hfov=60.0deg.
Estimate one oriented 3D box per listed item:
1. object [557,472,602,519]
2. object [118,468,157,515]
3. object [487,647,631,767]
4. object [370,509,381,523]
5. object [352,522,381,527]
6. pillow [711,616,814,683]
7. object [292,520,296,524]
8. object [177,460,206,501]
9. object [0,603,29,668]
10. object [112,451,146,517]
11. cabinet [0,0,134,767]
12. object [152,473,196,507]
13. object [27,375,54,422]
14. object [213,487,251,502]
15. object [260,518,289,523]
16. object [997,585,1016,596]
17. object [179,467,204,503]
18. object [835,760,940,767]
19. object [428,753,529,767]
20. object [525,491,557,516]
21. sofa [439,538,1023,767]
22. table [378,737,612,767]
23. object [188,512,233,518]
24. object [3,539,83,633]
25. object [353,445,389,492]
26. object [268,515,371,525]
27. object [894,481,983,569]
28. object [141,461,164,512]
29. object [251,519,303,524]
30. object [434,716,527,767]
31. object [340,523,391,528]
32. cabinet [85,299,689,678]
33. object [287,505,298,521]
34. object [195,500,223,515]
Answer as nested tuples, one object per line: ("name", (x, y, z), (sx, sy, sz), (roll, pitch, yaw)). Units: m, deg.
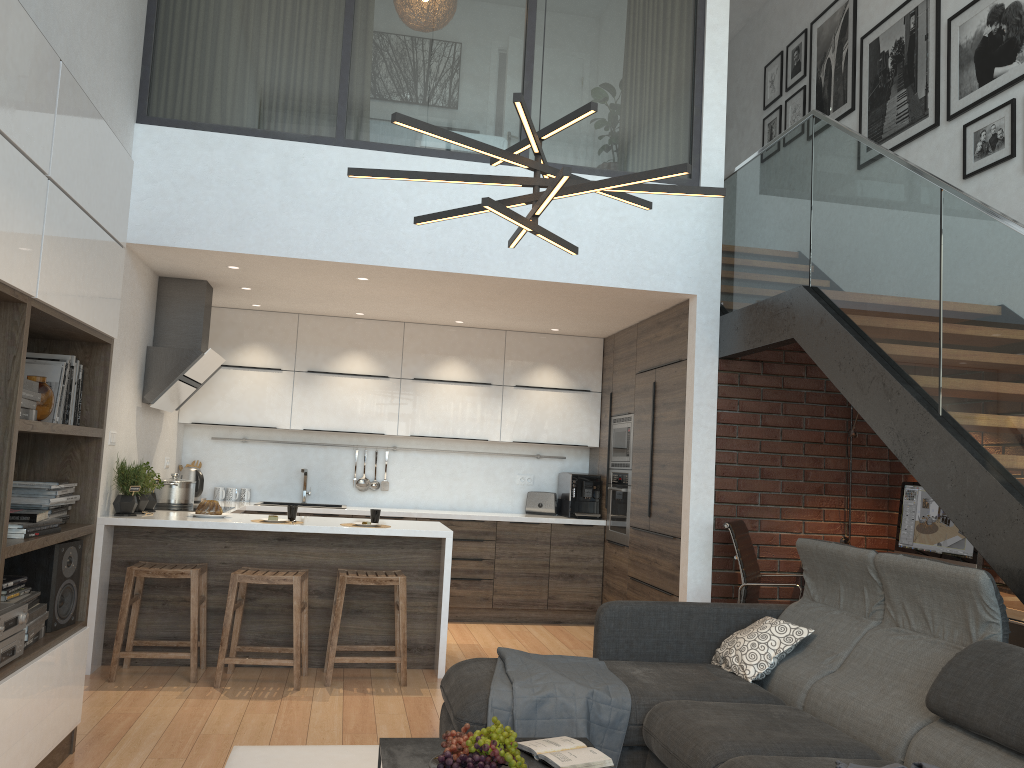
("object", (0.581, 0.949, 7.575), (0.274, 0.378, 0.532), (4, -5, -10))
("object", (-2.250, 0.636, 5.334), (0.221, 0.283, 0.211), (3, -5, 3))
("object", (0.167, 1.299, 3.525), (0.548, 0.369, 0.685), (3, -5, -2))
("object", (-0.834, 0.811, 5.402), (0.066, 0.093, 0.066), (7, -7, -37))
("object", (-0.867, 0.838, 5.282), (0.176, 0.014, 0.176), (4, -5, -6))
("pillow", (1.268, 1.029, 2.823), (0.386, 0.364, 2.734), (4, -5, -6))
("object", (-1.288, 0.813, 5.226), (0.025, 0.011, 0.126), (4, -5, -6))
("object", (-2.573, 0.767, 7.098), (0.221, 0.316, 0.330), (4, -5, -10))
("object", (-1.733, 0.807, 2.827), (0.270, 0.174, 0.285), (4, -5, -10))
("object", (-2.211, 0.577, 5.125), (0.186, 0.367, 0.196), (4, -5, -10))
("cabinet", (-1.496, 0.083, 1.724), (0.338, 2.494, 4.036), (4, -5, -10))
("object", (-2.347, 0.731, 6.148), (0.288, 0.223, 0.315), (0, -6, 31))
("object", (-1.753, 0.057, 3.257), (0.130, 0.171, 0.130), (0, -6, 29))
("object", (-2.291, 0.903, 7.263), (0.297, 0.105, 0.112), (4, -5, -8))
("object", (-1.398, 0.804, 5.223), (0.176, 0.014, 0.176), (5, -6, -20))
("object", (2.539, 0.970, 4.447), (0.149, 0.160, 0.252), (3, -5, -1))
("object", (-2.428, 0.760, 6.693), (0.179, 0.270, 0.220), (5, -6, -23))
("object", (1.243, 1.118, 2.304), (0.411, 0.118, 0.905), (7, -6, -34))
("object", (-0.098, 1.133, 2.606), (0.295, 0.026, 0.295), (5, -6, -16))
("object", (0.256, 1.030, 7.660), (0.260, 0.195, 0.177), (2, -5, 10))
("sofa", (0.692, 1.037, 2.608), (2.108, 0.995, 3.169), (4, -5, -10))
("table", (-0.035, 1.312, 2.603), (0.700, 0.323, 0.700), (4, -5, -10))
("object", (-1.825, 0.793, 5.361), (0.261, 0.021, 0.261), (5, -6, -16))
("object", (-1.859, 0.782, 3.482), (0.244, 0.331, 0.214), (3, -5, 0))
("object", (-1.196, 0.718, 7.513), (0.320, 0.389, 0.069), (4, -5, -9))
("object", (-1.134, 0.806, 5.243), (0.597, 0.039, 0.064), (4, -5, -14))
("object", (2.324, 0.824, 5.017), (0.431, 0.535, 0.716), (4, -5, -10))
("object", (-2.279, 0.639, 5.529), (0.179, 0.311, 0.172), (3, -5, 1))
("object", (-1.393, 0.817, 5.261), (0.305, 0.002, 0.305), (8, -7, -41))
("object", (-0.102, 1.063, 2.617), (0.256, 0.173, 0.279), (4, -5, -13))
("object", (-0.878, 0.850, 5.322), (0.304, 0.002, 0.304), (1, -6, 22))
("cabinet", (-0.774, 0.605, 6.414), (3.495, 2.401, 2.401), (4, -5, -10))
("object", (-1.325, 0.781, 5.345), (0.066, 0.093, 0.066), (1, -6, 25))
("object", (-1.835, 0.754, 5.374), (0.155, 0.101, 0.161), (4, -5, -14))
